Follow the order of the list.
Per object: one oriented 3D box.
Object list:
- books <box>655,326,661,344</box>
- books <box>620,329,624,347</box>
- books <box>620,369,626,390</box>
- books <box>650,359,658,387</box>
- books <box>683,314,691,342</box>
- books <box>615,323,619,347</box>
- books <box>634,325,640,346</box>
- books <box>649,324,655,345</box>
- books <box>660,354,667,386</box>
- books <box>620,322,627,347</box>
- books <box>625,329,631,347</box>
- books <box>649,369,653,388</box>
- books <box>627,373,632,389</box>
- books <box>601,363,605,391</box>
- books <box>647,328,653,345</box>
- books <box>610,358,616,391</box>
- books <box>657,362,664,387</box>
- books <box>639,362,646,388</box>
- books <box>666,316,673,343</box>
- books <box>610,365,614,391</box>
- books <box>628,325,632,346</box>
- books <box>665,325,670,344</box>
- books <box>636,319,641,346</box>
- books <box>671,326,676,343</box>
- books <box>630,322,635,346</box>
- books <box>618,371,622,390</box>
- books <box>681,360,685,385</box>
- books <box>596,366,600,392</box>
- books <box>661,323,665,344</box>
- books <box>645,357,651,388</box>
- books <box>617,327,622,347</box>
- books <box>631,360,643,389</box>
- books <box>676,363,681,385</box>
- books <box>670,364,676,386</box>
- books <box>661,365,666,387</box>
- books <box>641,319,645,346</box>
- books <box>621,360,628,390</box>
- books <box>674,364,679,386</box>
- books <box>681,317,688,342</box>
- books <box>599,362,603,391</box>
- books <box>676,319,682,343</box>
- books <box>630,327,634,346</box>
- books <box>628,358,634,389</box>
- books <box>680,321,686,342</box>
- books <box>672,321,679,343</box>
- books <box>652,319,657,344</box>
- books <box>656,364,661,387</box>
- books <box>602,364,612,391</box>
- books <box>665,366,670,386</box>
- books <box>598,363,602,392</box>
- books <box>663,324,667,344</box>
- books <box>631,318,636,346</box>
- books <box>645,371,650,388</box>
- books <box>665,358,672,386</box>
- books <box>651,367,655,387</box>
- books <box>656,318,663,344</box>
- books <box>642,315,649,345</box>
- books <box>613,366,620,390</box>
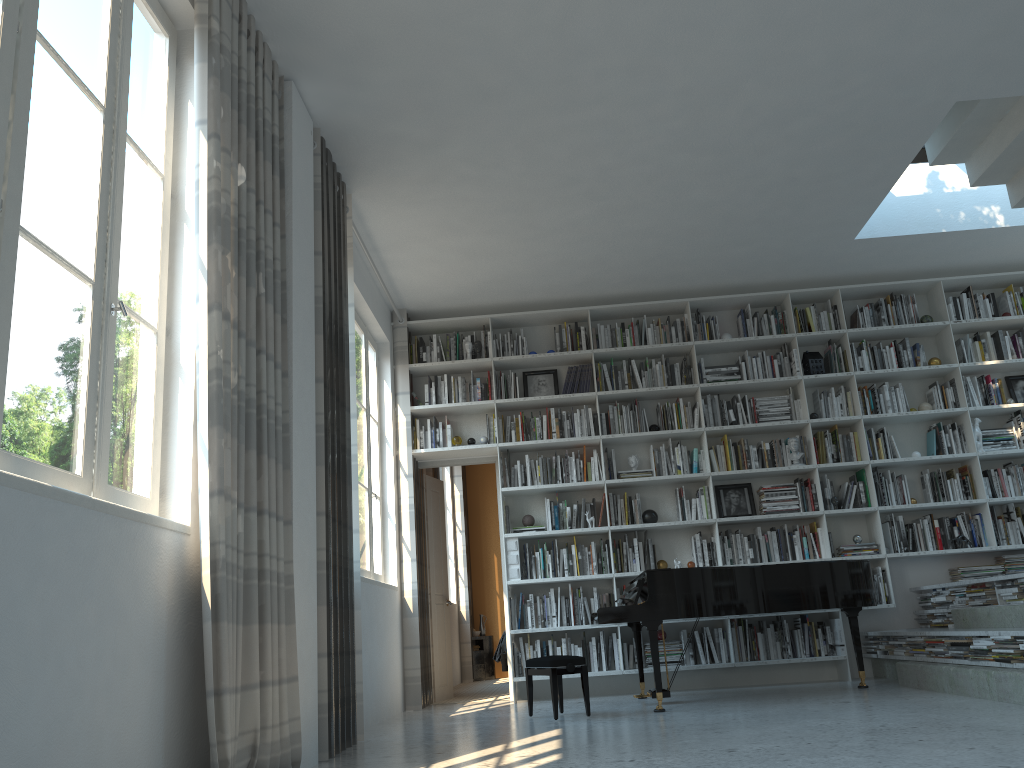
[{"bbox_3d":[1.246,-0.373,7.606,0.029,0.213,0.142,-4,-16,2],"label":"books"},{"bbox_3d":[0.942,-0.350,7.617,0.012,0.215,0.150,-4,-16,2],"label":"books"},{"bbox_3d":[0.935,-0.002,7.504,0.029,0.218,0.158,-4,-16,2],"label":"books"},{"bbox_3d":[1.205,-0.052,7.516,0.026,0.285,0.138,-4,-15,2],"label":"books"},{"bbox_3d":[1.492,-0.435,7.584,0.026,0.287,0.176,-4,-16,2],"label":"books"},{"bbox_3d":[0.904,-0.375,7.607,0.010,0.263,0.161,-4,-16,2],"label":"books"},{"bbox_3d":[1.067,-0.371,7.609,0.029,0.235,0.130,-4,-15,2],"label":"books"},{"bbox_3d":[1.203,-0.383,7.601,0.026,0.235,0.134,-4,-15,2],"label":"books"},{"bbox_3d":[1.284,-0.077,7.498,0.011,0.312,0.184,-4,-16,2],"label":"books"},{"bbox_3d":[0.960,-0.377,7.622,0.028,0.267,0.152,-4,-15,2],"label":"books"},{"bbox_3d":[0.991,-0.350,7.603,0.030,0.200,0.152,-4,-16,2],"label":"books"},{"bbox_3d":[1.174,-0.010,7.520,0.024,0.211,0.128,-4,-16,2],"label":"books"},{"bbox_3d":[0.991,0.015,7.507,0.034,0.180,0.160,-4,-16,2],"label":"books"},{"bbox_3d":[0.770,-0.021,7.520,0.010,0.286,0.148,-4,-15,2],"label":"books"},{"bbox_3d":[1.176,-0.361,7.588,0.031,0.189,0.182,-4,-16,2],"label":"books"},{"bbox_3d":[0.857,-0.044,7.511,0.012,0.314,0.172,-4,-15,2],"label":"books"},{"bbox_3d":[1.254,-0.045,7.506,0.028,0.260,0.136,-4,-15,2],"label":"books"},{"bbox_3d":[1.106,-0.036,7.512,0.027,0.264,0.169,-4,-16,2],"label":"books"},{"bbox_3d":[1.348,-0.421,7.594,0.013,0.284,0.160,-4,-15,2],"label":"books"},{"bbox_3d":[0.848,-0.015,7.513,0.011,0.259,0.157,-4,-16,2],"label":"books"},{"bbox_3d":[1.011,-0.368,7.604,0.013,0.234,0.155,-4,-16,2],"label":"books"},{"bbox_3d":[1.321,-0.382,7.567,0.026,0.199,0.187,-4,-16,2],"label":"books"},{"bbox_3d":[1.086,-0.397,7.599,0.013,0.275,0.165,-4,-16,2],"label":"books"},{"bbox_3d":[1.373,-0.376,7.574,0.031,0.184,0.177,-4,-16,2],"label":"books"},{"bbox_3d":[1.035,-0.380,7.598,0.013,0.251,0.184,-4,-16,2],"label":"books"},{"bbox_3d":[0.909,0.010,7.509,0.024,0.201,0.154,-4,-16,2],"label":"books"},{"bbox_3d":[1.440,-0.064,7.489,0.055,0.263,0.167,-4,-16,2],"label":"books"},{"bbox_3d":[0.727,-0.007,7.505,0.023,0.255,0.175,-4,-16,2],"label":"books"},{"bbox_3d":[1.284,-0.389,7.586,0.021,0.228,0.161,-4,-16,2],"label":"books"},{"bbox_3d":[1.151,-0.062,7.509,0.012,0.307,0.145,-4,-15,2],"label":"books"},{"bbox_3d":[0.923,-0.356,7.628,0.025,0.234,0.130,-4,-15,2],"label":"books"},{"bbox_3d":[1.054,-0.046,7.501,0.075,0.284,0.179,-4,-16,2],"label":"books"},{"bbox_3d":[1.402,-0.043,7.505,0.024,0.236,0.153,-4,-16,2],"label":"books"},{"bbox_3d":[1.353,-0.035,7.486,0.030,0.217,0.183,-4,-16,2],"label":"books"},{"bbox_3d":[1.275,-0.033,7.498,0.013,0.230,0.142,-4,-16,2],"label":"books"},{"bbox_3d":[1.118,-0.398,7.595,0.052,0.272,0.173,-4,-16,2],"label":"books"},{"bbox_3d":[0.958,-0.040,7.513,0.023,0.292,0.156,-4,-15,2],"label":"books"},{"bbox_3d":[1.379,-0.039,7.489,0.022,0.222,0.161,-4,-16,2],"label":"books"},{"bbox_3d":[1.474,-0.422,7.587,0.014,0.266,0.172,-4,-16,2],"label":"books"},{"bbox_3d":[0.759,-0.025,7.545,0.014,0.308,0.130,-4,-15,2],"label":"books"},{"bbox_3d":[1.427,-0.412,7.600,0.029,0.260,0.152,-4,-16,2],"label":"books"},{"bbox_3d":[1.024,-0.362,7.593,0.011,0.215,0.160,-4,-16,2],"label":"books"},{"bbox_3d":[1.010,-0.049,7.531,0.013,0.314,0.135,-4,-15,2],"label":"books"},{"bbox_3d":[1.455,-0.403,7.574,0.026,0.224,0.172,-4,-16,2],"label":"books"},{"bbox_3d":[1.400,-0.400,7.590,0.026,0.236,0.149,-4,-16,2],"label":"books"},{"bbox_3d":[1.222,-0.400,7.606,0.014,0.268,0.157,-4,-16,2],"label":"books"},{"bbox_3d":[1.230,-0.032,7.484,0.021,0.225,0.192,-4,-16,2],"label":"books"},{"bbox_3d":[0.809,-0.016,7.524,0.067,0.273,0.168,-4,-16,2],"label":"books"},{"bbox_3d":[1.306,-0.025,7.504,0.024,0.213,0.150,-4,-16,2],"label":"books"},{"bbox_3d":[0.745,-0.017,7.522,0.013,0.282,0.159,-4,-15,2],"label":"books"},{"bbox_3d":[1.301,-0.383,7.571,0.013,0.206,0.178,-4,-16,2],"label":"books"},{"bbox_3d":[1.045,-0.403,7.606,0.010,0.298,0.151,-4,-15,2],"label":"books"},{"bbox_3d":[1.136,0.001,7.493,0.028,0.179,0.168,-4,-16,2],"label":"books"},{"bbox_3d":[1.326,-0.063,7.516,0.022,0.289,0.147,-4,-15,2],"label":"books"},{"bbox_3d":[1.189,-0.017,7.494,0.010,0.208,0.174,-4,-16,2],"label":"books"},{"bbox_3d":[1.264,-0.408,7.585,0.014,0.265,0.192,-4,-16,2],"label":"books"},{"bbox_3d":[1.150,-0.417,7.612,0.014,0.314,0.166,-4,-15,2],"label":"books"},{"bbox_3d":[0.880,-0.010,7.502,0.031,0.241,0.182,-4,-16,2],"label":"books"}]
